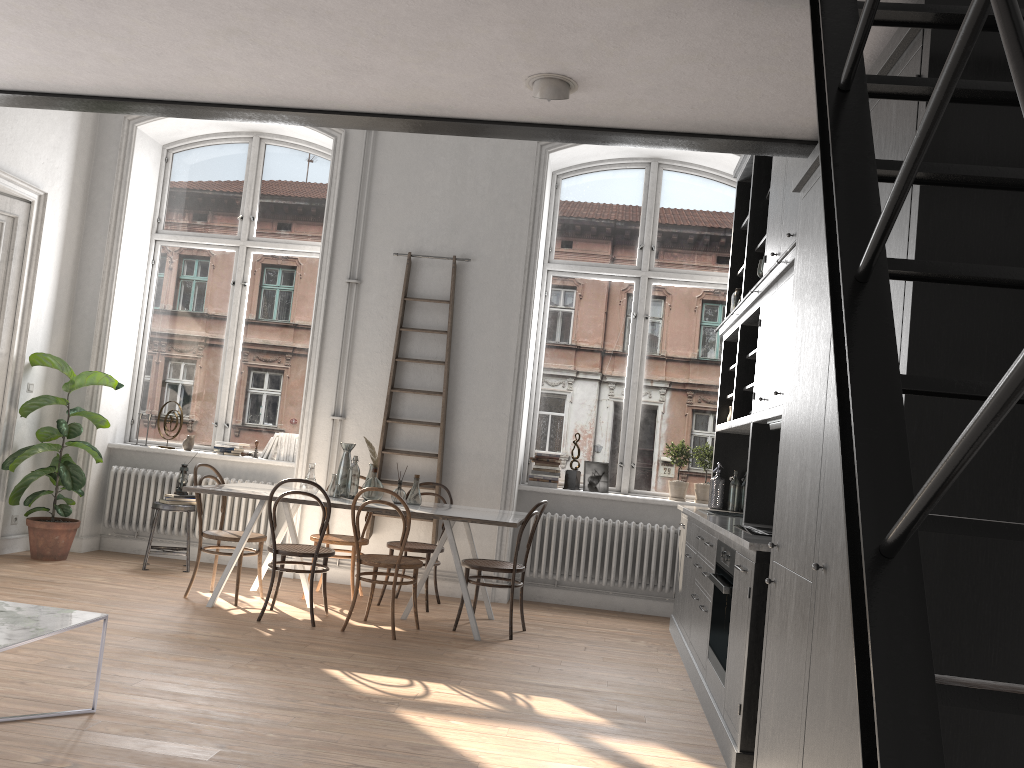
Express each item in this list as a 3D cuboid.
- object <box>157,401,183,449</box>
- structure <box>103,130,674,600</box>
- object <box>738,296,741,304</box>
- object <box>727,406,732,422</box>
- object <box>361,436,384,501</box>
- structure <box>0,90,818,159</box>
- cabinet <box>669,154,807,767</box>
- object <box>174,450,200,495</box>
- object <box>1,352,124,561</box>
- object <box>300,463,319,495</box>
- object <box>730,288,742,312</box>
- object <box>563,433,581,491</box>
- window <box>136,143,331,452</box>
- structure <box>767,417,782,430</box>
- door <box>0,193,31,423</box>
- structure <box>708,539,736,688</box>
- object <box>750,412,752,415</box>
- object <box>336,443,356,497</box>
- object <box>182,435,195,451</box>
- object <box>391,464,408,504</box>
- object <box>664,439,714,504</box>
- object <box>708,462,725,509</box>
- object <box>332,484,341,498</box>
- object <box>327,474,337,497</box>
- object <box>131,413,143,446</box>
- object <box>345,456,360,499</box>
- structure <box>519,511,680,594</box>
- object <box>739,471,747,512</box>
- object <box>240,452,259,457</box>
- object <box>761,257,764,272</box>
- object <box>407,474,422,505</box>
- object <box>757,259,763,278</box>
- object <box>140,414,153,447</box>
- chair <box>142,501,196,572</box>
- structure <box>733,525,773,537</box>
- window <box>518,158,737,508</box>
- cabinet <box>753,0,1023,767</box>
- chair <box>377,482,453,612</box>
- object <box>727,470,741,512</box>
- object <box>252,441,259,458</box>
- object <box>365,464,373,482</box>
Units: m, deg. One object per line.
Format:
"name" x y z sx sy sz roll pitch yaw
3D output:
"object" -3.049 0.364 7.909 0.347 0.425 0.087 3 -5 38
"structure" -0.791 -0.524 7.542 5.181 4.471 0.340 5 -4 6
"object" 1.725 -0.569 6.553 0.114 0.155 0.114 5 -4 9
"object" 1.672 0.243 6.621 0.127 0.144 0.115 7 -4 -15
"object" -0.953 0.595 6.172 0.156 0.446 0.157 4 -4 24
"structure" -1.363 -1.866 1.625 5.926 1.212 4.161 5 -4 6
"cabinet" 1.512 -0.023 5.217 0.635 3.581 3.253 5 -4 6
"object" -2.688 0.725 7.335 0.163 0.383 0.154 7 -4 -20
"object" -1.129 0.697 6.658 5.826 1.841 0.792 5 -4 11
"object" -1.403 0.663 6.170 0.132 0.219 0.132 6 -4 -5
"object" 1.723 -0.599 6.700 0.118 0.238 0.118 6 -4 -9
"object" 0.531 0.657 7.558 0.122 0.488 0.102 3 -5 30
"window" -2.504 -0.829 8.142 1.622 2.841 0.013 5 -4 6
"structure" 1.539 0.175 4.411 0.379 0.123 0.844 5 -4 6
"door" -4.229 -0.118 6.546 0.216 2.812 1.098 3 -5 31
"structure" 1.304 1.132 4.351 0.618 0.622 0.622 5 -4 6
"object" 1.556 0.197 5.639 0.088 0.059 0.104 6 -4 -5
"object" -1.204 0.618 6.397 0.116 0.382 0.116 5 -4 17
"object" -2.873 0.521 7.876 0.100 0.142 0.102 7 -4 -19
"object" -0.786 0.698 6.227 0.107 0.283 0.107 6 -4 1
"object" 1.508 0.731 7.461 0.500 0.523 0.234 6 -4 -5
"object" 1.537 0.758 6.639 0.109 0.349 0.109 7 -4 -13
"object" -1.219 0.746 6.179 0.058 0.094 0.058 3 -5 34
"object" -1.267 0.717 6.281 0.083 0.158 0.083 6 -4 2
"object" -3.356 0.406 7.973 0.095 0.288 0.095 3 -5 37
"object" -1.121 0.658 6.273 0.086 0.301 0.086 6 -4 -8
"structure" 0.865 1.392 7.304 1.577 0.552 0.194 5 -4 6
"object" 1.748 0.805 6.629 0.086 0.301 0.086 4 -4 20
"object" -2.326 0.620 7.836 0.153 0.048 0.088 10 -6 -44
"object" 1.598 -0.694 5.540 0.083 0.221 0.083 9 -5 -37
"object" -0.683 0.749 6.290 0.101 0.211 0.101 2 -6 45
"object" 1.609 -0.683 5.671 0.083 0.221 0.083 3 -5 37
"object" -3.246 0.412 7.904 0.095 0.288 0.095 4 -5 28
"chair" -2.788 1.238 7.238 0.364 0.522 0.360 7 -4 -20
"structure" 1.351 0.741 4.378 0.427 0.011 0.592 5 -4 6
"window" 8.075 -3.964 10.384 14.384 15.926 26.416 5 -4 6
"cabinet" 1.204 0.354 2.616 0.633 2.370 1.402 5 -4 6
"chair" -0.713 1.211 6.737 0.438 0.920 0.549 5 -4 13
"object" 1.645 0.790 6.560 0.086 0.301 0.086 6 -4 -8
"object" -2.242 0.572 7.775 0.048 0.153 0.088 8 -4 -24
"object" -1.004 0.698 6.331 0.098 0.255 0.100 7 -4 -17
